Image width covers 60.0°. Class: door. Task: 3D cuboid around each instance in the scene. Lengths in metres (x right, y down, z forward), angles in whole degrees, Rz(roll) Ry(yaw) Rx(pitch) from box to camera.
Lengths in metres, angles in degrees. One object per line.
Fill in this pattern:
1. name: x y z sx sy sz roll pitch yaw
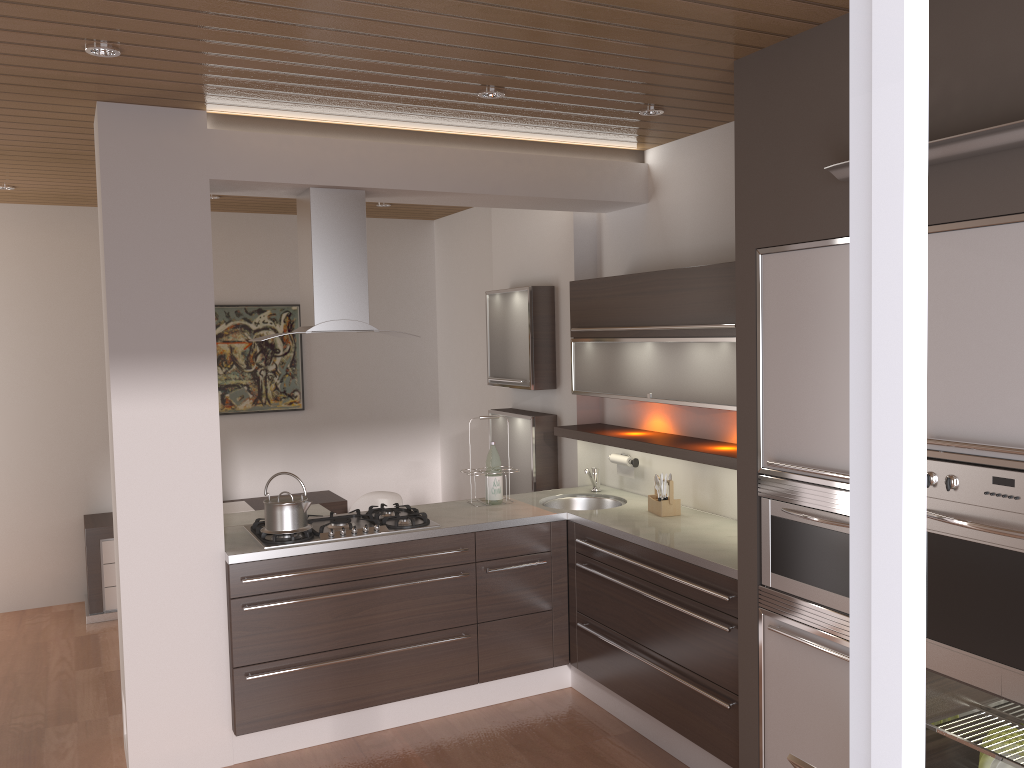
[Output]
1. door: 0.241 0.397 0.563 2.300 2.700 0.101 -3 4 -27

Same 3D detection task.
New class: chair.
1. chair: -0.900 1.087 5.108 0.491 0.847 0.608 1 4 33

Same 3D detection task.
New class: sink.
1. sink: 0.359 0.623 4.606 0.450 0.347 0.494 -3 4 -21

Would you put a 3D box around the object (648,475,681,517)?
1. object: 0.726 0.532 4.239 0.100 0.170 0.173 -2 3 -15

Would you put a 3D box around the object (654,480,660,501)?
1. object: 0.696 0.530 4.206 0.044 0.178 0.019 1 4 38

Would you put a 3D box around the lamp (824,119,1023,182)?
1. lamp: 1.170 -0.590 2.139 0.139 0.033 1.020 -3 4 -27

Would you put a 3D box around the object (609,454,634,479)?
1. object: 0.587 0.440 4.745 0.053 0.119 0.165 -3 4 -27

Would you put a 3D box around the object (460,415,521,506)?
1. object: -0.115 0.389 4.600 0.291 0.453 0.210 -3 4 -22

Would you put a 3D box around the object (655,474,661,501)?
1. object: 0.692 0.519 4.177 0.042 0.192 0.040 0 4 20

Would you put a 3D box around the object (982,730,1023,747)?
1. object: 1.448 1.089 2.556 0.177 0.173 0.042 1 4 28

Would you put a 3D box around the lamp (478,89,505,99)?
1. lamp: -0.079 -1.131 3.388 0.102 0.055 0.102 1 4 35

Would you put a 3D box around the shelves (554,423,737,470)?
1. shelves: 0.788 0.293 4.167 0.313 0.050 1.850 -3 4 -27

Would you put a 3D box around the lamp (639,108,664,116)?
1. lamp: 0.586 -1.165 3.721 0.102 0.055 0.102 -1 3 1

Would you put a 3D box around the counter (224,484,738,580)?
1. counter: -0.036 0.680 3.770 2.150 0.036 1.850 -3 4 -27

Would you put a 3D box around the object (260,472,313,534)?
1. object: -0.986 0.507 3.862 0.221 0.251 0.221 -4 4 -34

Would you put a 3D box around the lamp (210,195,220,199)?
1. lamp: -1.932 -1.224 5.697 0.102 0.055 0.102 -2 3 -10

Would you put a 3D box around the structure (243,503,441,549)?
1. structure: -0.790 0.637 4.097 0.797 0.047 0.494 -3 4 -27

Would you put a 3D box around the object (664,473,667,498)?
1. object: 0.725 0.520 4.199 0.020 0.196 0.017 -1 3 -4

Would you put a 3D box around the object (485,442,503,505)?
1. object: -0.094 0.455 4.555 0.091 0.319 0.091 -1 3 8

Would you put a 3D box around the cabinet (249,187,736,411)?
1. cabinet: 0.003 -0.401 3.799 2.058 1.032 1.399 -3 4 -23

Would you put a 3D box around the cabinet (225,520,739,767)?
1. cabinet: -0.026 1.132 3.797 2.150 0.870 1.850 -3 4 -27

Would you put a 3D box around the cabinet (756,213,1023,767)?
1. cabinet: 1.317 0.550 2.289 1.047 1.948 1.796 -3 4 -27

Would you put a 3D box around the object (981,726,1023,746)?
1. object: 1.460 1.087 2.577 0.177 0.173 0.042 1 4 28

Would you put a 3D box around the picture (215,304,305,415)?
1. picture: -2.154 -0.170 6.420 1.277 0.801 0.018 -3 4 -27

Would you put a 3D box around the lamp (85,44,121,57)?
1. lamp: -1.285 -1.069 2.783 0.102 0.055 0.102 -4 5 -43

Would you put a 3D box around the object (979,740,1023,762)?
1. object: 1.412 1.093 2.493 0.177 0.173 0.042 1 4 28

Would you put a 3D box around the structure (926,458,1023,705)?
1. structure: 1.233 0.508 2.244 0.066 0.583 0.582 -3 4 -27

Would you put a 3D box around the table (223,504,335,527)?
1. table: -1.291 1.157 4.814 0.800 0.758 1.100 -3 4 -27

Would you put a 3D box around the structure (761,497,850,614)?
1. structure: 0.979 0.551 2.786 0.049 0.301 0.569 -3 4 -27

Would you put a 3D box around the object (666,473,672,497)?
1. object: 0.739 0.517 4.191 0.042 0.192 0.040 0 4 21

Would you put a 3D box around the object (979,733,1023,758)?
1. object: 1.436 1.090 2.535 0.177 0.173 0.042 1 4 28

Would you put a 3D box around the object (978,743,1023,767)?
1. object: 1.400 1.094 2.472 0.177 0.173 0.042 1 4 28

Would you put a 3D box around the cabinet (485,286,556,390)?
1. cabinet: -0.012 -0.274 5.341 0.172 0.600 0.619 -4 4 -41

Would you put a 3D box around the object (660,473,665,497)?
1. object: 0.715 0.520 4.205 0.018 0.196 0.022 -3 4 -25

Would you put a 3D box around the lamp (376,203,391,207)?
1. lamp: -0.901 -1.277 6.215 0.102 0.055 0.102 -2 3 -10

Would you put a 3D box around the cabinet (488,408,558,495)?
1. cabinet: 0.050 0.471 5.428 0.194 0.600 0.598 -3 4 -27

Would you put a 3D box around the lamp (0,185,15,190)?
1. lamp: -2.964 -1.171 5.180 0.102 0.055 0.102 -4 5 -43

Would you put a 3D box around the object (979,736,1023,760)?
1. object: 1.424 1.091 2.514 0.177 0.173 0.042 1 4 28

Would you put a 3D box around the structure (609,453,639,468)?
1. structure: 0.616 0.405 4.741 0.087 0.049 0.237 -3 4 -26

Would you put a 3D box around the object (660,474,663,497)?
1. object: 0.709 0.522 4.183 0.023 0.196 0.018 -3 4 -25

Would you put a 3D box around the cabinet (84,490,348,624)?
1. cabinet: -2.046 1.167 6.228 1.740 0.608 0.540 -3 4 -27

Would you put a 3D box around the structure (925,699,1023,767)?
1. structure: 1.540 0.990 2.422 0.479 0.012 0.583 -3 4 -27
